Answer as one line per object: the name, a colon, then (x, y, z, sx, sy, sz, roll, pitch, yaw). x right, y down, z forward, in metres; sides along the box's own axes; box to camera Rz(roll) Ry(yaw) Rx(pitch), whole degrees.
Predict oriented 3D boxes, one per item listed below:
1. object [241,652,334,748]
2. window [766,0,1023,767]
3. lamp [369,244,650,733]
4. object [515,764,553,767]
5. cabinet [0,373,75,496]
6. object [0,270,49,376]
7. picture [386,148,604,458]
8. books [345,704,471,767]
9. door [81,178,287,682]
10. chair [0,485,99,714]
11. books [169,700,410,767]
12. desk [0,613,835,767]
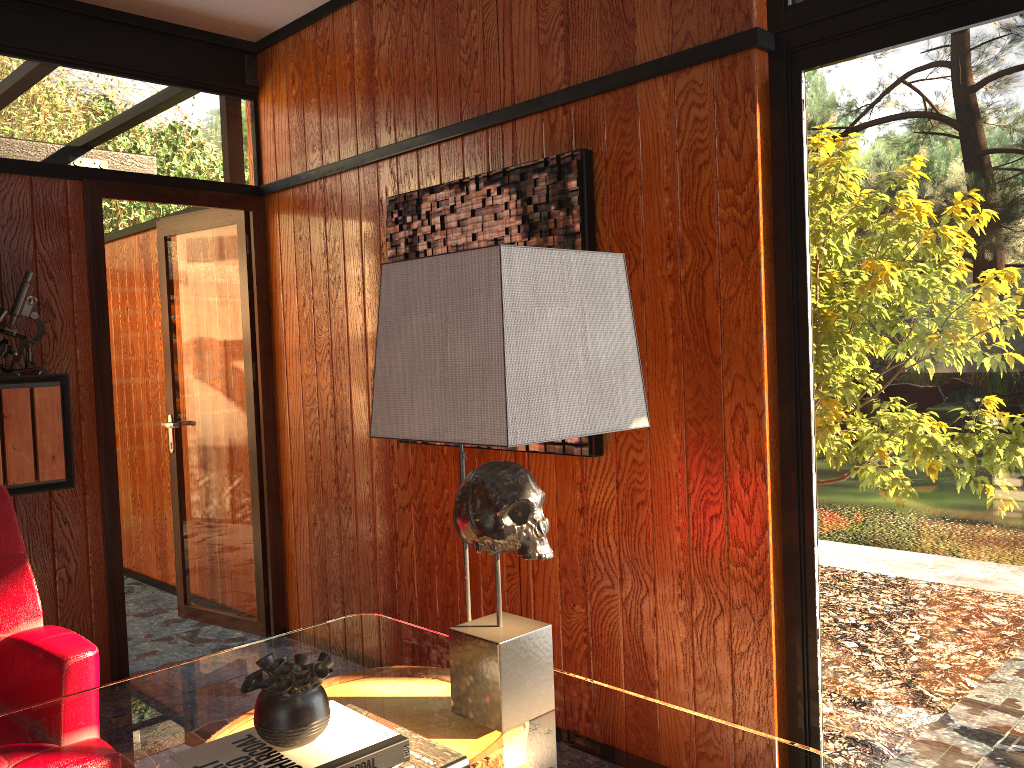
object: (-0.302, 0.429, 1.201, 0.118, 0.114, 0.121, -1, 3, 39)
window: (1.475, -0.181, 1.448, 0.085, 2.580, 2.260, -4, 3, -44)
lamp: (0.000, 0.167, 1.412, 0.316, 0.732, 0.316, -4, 3, -44)
object: (-0.020, 0.524, 1.060, 0.238, 0.049, 0.135, -4, 3, -44)
cabinet: (-2.179, 0.205, 2.529, 1.653, 0.390, 0.321, -4, 3, -44)
object: (-1.669, -0.205, 2.974, 0.181, 0.354, 0.142, -3, 2, -8)
picture: (-0.097, -0.226, 2.830, 0.061, 0.873, 0.916, -4, 3, -44)
books: (-0.285, 0.535, 1.174, 0.366, 0.040, 0.286, -4, 3, -44)
door: (-1.552, 0.188, 3.871, 0.751, 1.955, 0.734, -4, 3, -44)
chair: (-1.254, 0.727, 1.807, 0.621, 0.956, 0.839, -4, 3, -45)
books: (-0.296, 0.500, 1.187, 0.249, 0.029, 0.198, -4, 3, -42)
desk: (-0.596, 0.890, 0.989, 1.900, 0.632, 1.150, -4, 3, -44)
